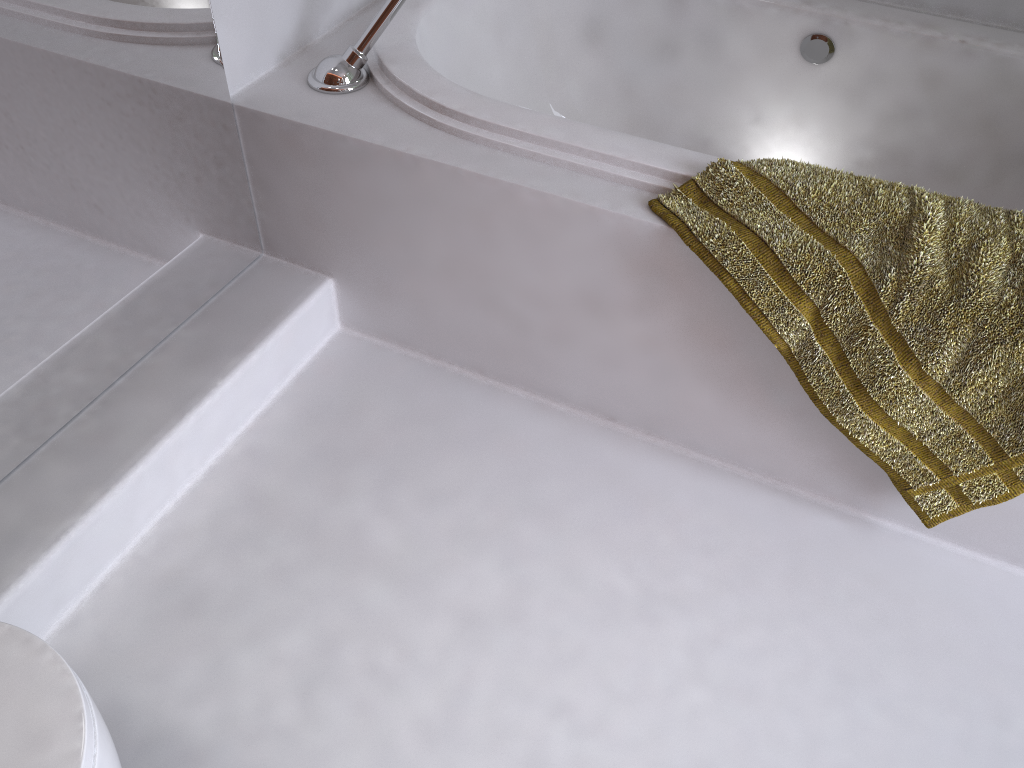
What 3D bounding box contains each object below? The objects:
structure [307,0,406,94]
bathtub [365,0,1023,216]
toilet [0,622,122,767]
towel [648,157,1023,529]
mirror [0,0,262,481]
[{"bbox_3d":[-0.263,-0.639,1.593,0.239,0.257,0.112,-24,51,-24],"label":"structure"},{"bbox_3d":[0.513,-0.411,1.766,1.683,0.424,0.881,20,47,17],"label":"bathtub"},{"bbox_3d":[-0.576,0.508,0.765,0.329,0.284,0.547,20,47,17],"label":"toilet"},{"bbox_3d":[0.634,-0.068,1.397,0.890,0.452,0.349,15,46,13],"label":"towel"},{"bbox_3d":[-0.780,-0.588,0.539,0.019,2.183,1.433,20,47,17],"label":"mirror"}]
